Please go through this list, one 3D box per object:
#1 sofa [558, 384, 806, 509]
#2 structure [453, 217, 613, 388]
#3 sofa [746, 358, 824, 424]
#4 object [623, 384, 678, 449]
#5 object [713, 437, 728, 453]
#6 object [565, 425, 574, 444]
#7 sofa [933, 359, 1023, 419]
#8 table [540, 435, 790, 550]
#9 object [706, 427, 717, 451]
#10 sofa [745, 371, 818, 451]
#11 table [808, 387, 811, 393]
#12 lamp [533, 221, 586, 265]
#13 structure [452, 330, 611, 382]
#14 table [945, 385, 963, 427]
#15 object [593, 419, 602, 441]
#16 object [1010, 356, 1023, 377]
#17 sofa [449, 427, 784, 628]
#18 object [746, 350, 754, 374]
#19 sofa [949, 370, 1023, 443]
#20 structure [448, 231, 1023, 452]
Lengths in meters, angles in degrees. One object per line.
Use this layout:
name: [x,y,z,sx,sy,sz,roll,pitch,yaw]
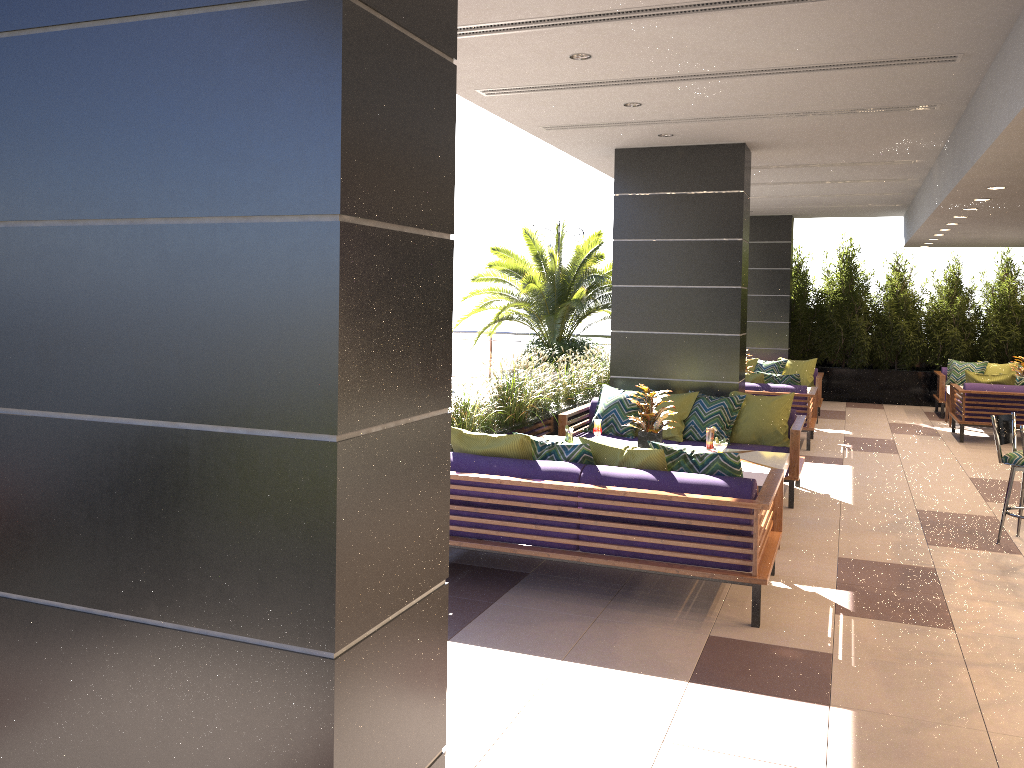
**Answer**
sofa: [1.605,0.505,8.288,2.127,0.917,1.122,3,4,21]
structure: [0.797,-1.440,16.124,3.801,3.296,3.763,-1,4,-26]
sofa: [3.682,0.030,13.704,2.127,0.917,1.122,3,4,21]
object: [1.068,0.271,6.873,0.431,0.525,0.425,3,4,33]
object: [1.516,0.484,6.451,0.106,0.197,0.106,-1,4,-41]
object: [0.441,0.421,6.835,0.069,0.211,0.069,1,2,4]
sofa: [7.802,0.093,13.827,2.127,0.917,1.122,3,4,21]
table: [1.061,0.808,6.899,2.038,0.552,0.944,3,5,21]
object: [1.581,0.433,7.031,0.067,0.189,0.085,-1,3,-44]
sofa: [2.763,0.240,11.307,2.127,0.917,1.122,3,4,21]
table: [3.222,0.314,12.537,2.038,0.552,0.944,3,5,21]
lamp: [0.922,-1.614,17.805,1.123,3.320,0.264,2,2,21]
structure: [-6.170,-0.007,11.443,12.926,1.056,17.544,3,6,21]
table: [7.346,0.383,12.607,2.038,0.552,0.944,3,5,21]
object: [0.715,0.387,7.400,0.069,0.181,0.069,1,2,4]
object: [7.307,-0.157,12.597,0.431,0.525,0.425,4,4,38]
sofa: [0.550,0.746,5.536,2.127,0.917,1.122,3,4,21]
object: [3.230,-0.224,12.521,0.431,0.525,0.425,4,4,38]
sofa: [6.883,0.303,11.430,2.127,0.917,1.122,3,4,21]
structure: [2.239,-0.285,5.066,7.822,3.114,24.787,3,6,21]
